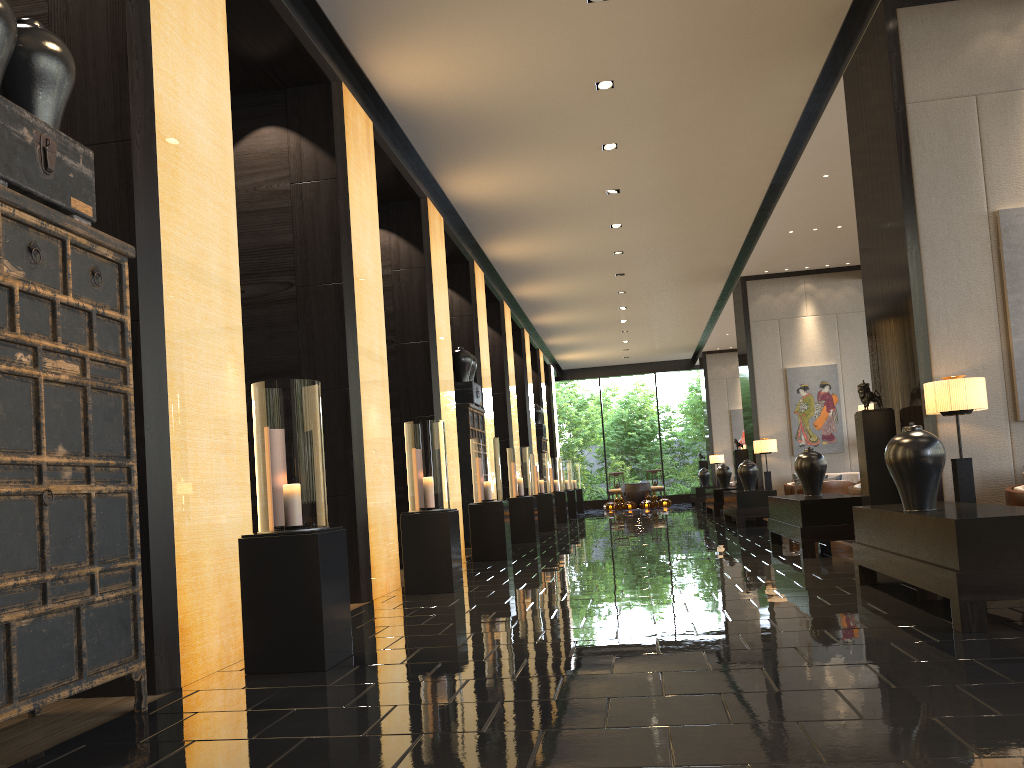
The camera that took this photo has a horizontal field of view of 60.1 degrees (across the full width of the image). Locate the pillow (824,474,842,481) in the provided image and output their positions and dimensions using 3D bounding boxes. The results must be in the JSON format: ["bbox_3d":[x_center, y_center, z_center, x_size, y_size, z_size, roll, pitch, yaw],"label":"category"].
[{"bbox_3d":[4.546,1.482,12.749,0.442,0.337,0.205,-5,-5,15],"label":"pillow"}]

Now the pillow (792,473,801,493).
[{"bbox_3d":[4.876,1.653,14.656,0.432,0.398,0.202,-3,-4,-14],"label":"pillow"}]

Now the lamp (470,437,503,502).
[{"bbox_3d":[-0.296,0.993,10.242,0.337,0.726,0.337,-5,-4,13],"label":"lamp"}]

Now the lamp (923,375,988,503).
[{"bbox_3d":[3.035,0.621,5.954,0.374,1.343,0.376,-2,-4,-31],"label":"lamp"}]

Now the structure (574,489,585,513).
[{"bbox_3d":[1.793,3.269,24.719,0.402,0.655,0.404,-5,-4,8],"label":"structure"}]

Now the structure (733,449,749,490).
[{"bbox_3d":[4.110,1.771,15.736,0.240,1.213,0.241,-4,-4,8],"label":"structure"}]

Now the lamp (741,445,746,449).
[{"bbox_3d":[4.526,1.775,16.572,0.376,1.346,0.375,-6,-4,26],"label":"lamp"}]

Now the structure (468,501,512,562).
[{"bbox_3d":[-0.247,1.688,10.196,0.402,0.655,0.404,-5,-4,8],"label":"structure"}]

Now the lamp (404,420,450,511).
[{"bbox_3d":[-0.704,0.677,7.338,0.336,0.726,0.338,-3,-4,-19],"label":"lamp"}]

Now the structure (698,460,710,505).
[{"bbox_3d":[5.358,2.738,24.622,0.240,1.213,0.241,-4,-4,8],"label":"structure"}]

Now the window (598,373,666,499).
[{"bbox_3d":[3.210,-0.174,11.563,12.060,4.210,32.015,-5,-7,7],"label":"window"}]

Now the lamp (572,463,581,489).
[{"bbox_3d":[1.745,2.574,24.765,0.336,0.726,0.338,-4,-4,-5],"label":"lamp"}]

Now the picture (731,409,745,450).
[{"bbox_3d":[6.401,1.411,23.933,0.835,1.496,0.037,-5,-3,8],"label":"picture"}]

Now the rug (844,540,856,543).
[{"bbox_3d":[4.439,1.506,8.562,2.042,0.008,2.251,-5,-7,8],"label":"rug"}]

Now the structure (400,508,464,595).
[{"bbox_3d":[-0.655,1.372,7.291,0.402,0.655,0.404,-5,-4,8],"label":"structure"}]

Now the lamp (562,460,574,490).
[{"bbox_3d":[1.337,2.258,21.861,0.337,0.726,0.338,-5,-4,9],"label":"lamp"}]

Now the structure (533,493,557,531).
[{"bbox_3d":[0.569,2.320,16.005,0.402,0.655,0.404,-5,-4,8],"label":"structure"}]

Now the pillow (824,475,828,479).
[{"bbox_3d":[4.956,1.648,14.488,0.472,0.360,0.220,-4,-4,5],"label":"pillow"}]

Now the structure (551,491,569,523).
[{"bbox_3d":[0.977,2.636,18.910,0.402,0.655,0.404,-5,-4,8],"label":"structure"}]

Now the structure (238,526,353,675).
[{"bbox_3d":[-1.063,1.056,4.387,0.402,0.655,0.404,-5,-4,8],"label":"structure"}]

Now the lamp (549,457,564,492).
[{"bbox_3d":[0.929,1.942,18.956,0.337,0.726,0.338,-5,-4,9],"label":"lamp"}]

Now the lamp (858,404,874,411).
[{"bbox_3d":[3.287,0.830,7.742,0.374,1.314,0.376,-1,-5,-38],"label":"lamp"}]

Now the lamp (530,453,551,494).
[{"bbox_3d":[0.521,1.626,16.051,0.337,0.726,0.338,-5,-4,9],"label":"lamp"}]

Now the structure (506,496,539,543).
[{"bbox_3d":[0.161,2.004,13.100,0.402,0.655,0.404,-5,-4,8],"label":"structure"}]

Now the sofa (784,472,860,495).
[{"bbox_3d":[5.206,1.813,14.502,1.449,0.691,0.605,-5,-5,8],"label":"sofa"}]

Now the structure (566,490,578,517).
[{"bbox_3d":[1.385,2.952,21.814,0.402,0.655,0.404,-5,-4,8],"label":"structure"}]

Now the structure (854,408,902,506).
[{"bbox_3d":[2.865,0.807,6.874,0.240,1.213,0.241,-4,-4,8],"label":"structure"}]

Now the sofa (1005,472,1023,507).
[{"bbox_3d":[3.973,0.858,5.725,1.449,0.691,0.605,-5,-5,8],"label":"sofa"}]

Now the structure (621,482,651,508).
[{"bbox_3d":[3.598,3.223,25.590,0.873,0.707,0.879,-4,-5,-4],"label":"structure"}]

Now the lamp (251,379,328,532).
[{"bbox_3d":[-1.112,0.361,4.433,0.336,0.726,0.338,-3,-4,-19],"label":"lamp"}]

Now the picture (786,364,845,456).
[{"bbox_3d":[5.149,0.441,15.021,0.835,1.496,0.037,-5,-3,8],"label":"picture"}]

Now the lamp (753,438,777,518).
[{"bbox_3d":[4.275,1.580,14.783,0.376,1.346,0.375,-6,-4,26],"label":"lamp"}]

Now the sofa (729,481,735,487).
[{"bbox_3d":[6.461,2.784,23.430,1.449,0.691,0.605,-5,-5,8],"label":"sofa"}]

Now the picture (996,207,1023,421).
[{"bbox_3d":[3.906,-0.522,6.176,0.835,1.496,0.037,-5,-3,8],"label":"picture"}]

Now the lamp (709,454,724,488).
[{"bbox_3d":[5.525,2.548,23.679,0.376,1.346,0.375,-7,-5,37],"label":"lamp"}]

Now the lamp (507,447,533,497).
[{"bbox_3d":[0.112,1.310,13.147,0.337,0.726,0.338,-5,-4,9],"label":"lamp"}]
